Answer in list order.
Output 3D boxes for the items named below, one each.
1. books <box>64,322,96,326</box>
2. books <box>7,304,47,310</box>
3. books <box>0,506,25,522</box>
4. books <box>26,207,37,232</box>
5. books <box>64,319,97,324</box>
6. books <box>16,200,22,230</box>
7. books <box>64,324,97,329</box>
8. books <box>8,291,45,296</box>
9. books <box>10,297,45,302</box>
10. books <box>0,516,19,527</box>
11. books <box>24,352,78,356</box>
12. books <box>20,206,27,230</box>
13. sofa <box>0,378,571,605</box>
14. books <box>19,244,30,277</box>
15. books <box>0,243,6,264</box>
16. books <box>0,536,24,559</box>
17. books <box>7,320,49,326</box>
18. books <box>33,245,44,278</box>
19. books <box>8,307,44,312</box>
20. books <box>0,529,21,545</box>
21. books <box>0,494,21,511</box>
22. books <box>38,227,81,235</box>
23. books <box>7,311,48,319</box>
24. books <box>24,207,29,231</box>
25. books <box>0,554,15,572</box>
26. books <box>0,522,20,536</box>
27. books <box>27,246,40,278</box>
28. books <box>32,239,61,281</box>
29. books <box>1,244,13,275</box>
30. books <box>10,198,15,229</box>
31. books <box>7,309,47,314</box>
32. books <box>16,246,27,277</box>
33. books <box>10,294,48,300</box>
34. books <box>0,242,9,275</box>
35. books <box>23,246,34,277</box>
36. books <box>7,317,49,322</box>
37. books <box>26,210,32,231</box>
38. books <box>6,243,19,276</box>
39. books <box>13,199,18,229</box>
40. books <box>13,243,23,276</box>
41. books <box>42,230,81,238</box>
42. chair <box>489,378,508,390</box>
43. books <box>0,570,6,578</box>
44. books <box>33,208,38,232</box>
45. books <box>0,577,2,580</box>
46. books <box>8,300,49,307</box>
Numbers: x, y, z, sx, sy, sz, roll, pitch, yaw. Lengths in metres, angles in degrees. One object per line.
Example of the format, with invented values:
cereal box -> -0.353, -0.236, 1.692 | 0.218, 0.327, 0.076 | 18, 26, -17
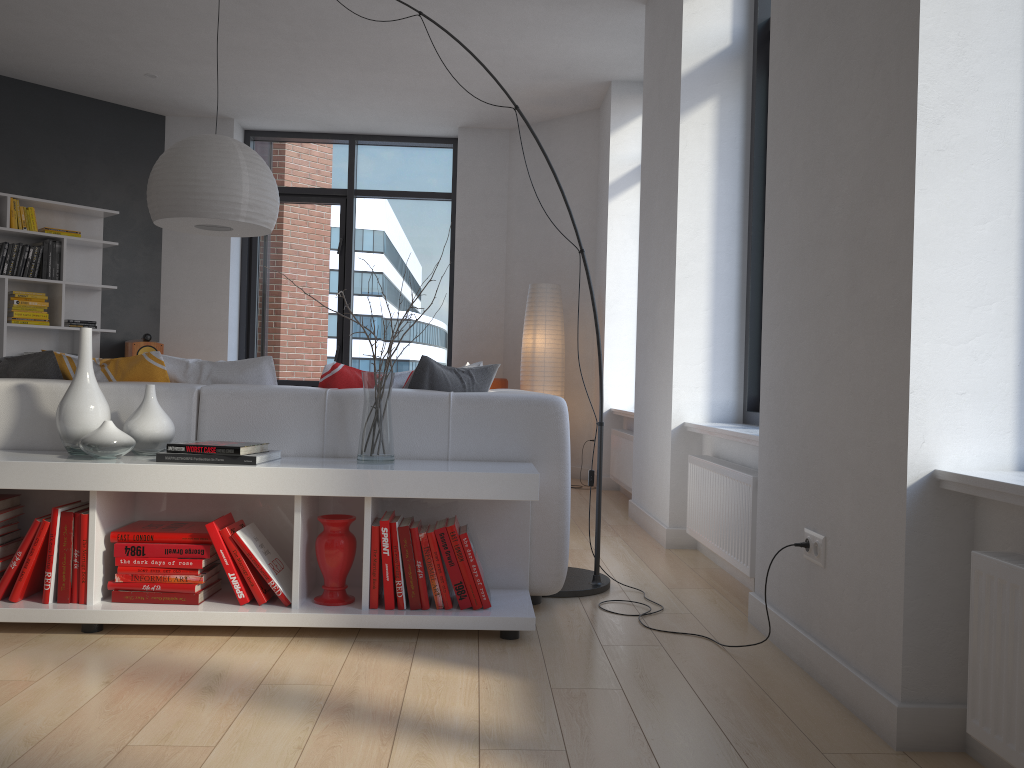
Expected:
books -> -3.417, -0.470, 7.001 | 0.142, 0.015, 0.198 | 2, 0, 41
books -> -3.709, -0.586, 6.775 | 0.171, 0.019, 0.239 | 2, 0, 43
books -> -1.657, 0.394, 2.690 | 0.266, 0.026, 0.187 | 2, 0, -8
books -> -3.647, -1.237, 6.703 | 0.141, 0.184, 0.064 | 2, 0, 44
books -> -3.426, -0.489, 7.013 | 0.213, 0.023, 0.161 | 2, 0, -44
books -> -3.729, -1.259, 6.652 | 0.164, 0.224, 0.054 | 2, 0, 42
books -> -3.415, -0.451, 7.000 | 0.213, 0.023, 0.161 | 2, 0, -44
books -> -3.719, -0.687, 6.790 | 0.223, 0.023, 0.163 | 2, 0, -43
books -> -3.705, -0.640, 6.778 | 0.227, 0.022, 0.160 | 2, 0, -32
books -> -1.678, 0.418, 2.696 | 0.257, 0.025, 0.182 | 2, 0, -2
books -> -3.585, -0.216, 6.890 | 0.250, 0.047, 0.310 | 2, 0, 38
books -> -3.692, -1.236, 6.660 | 0.132, 0.180, 0.054 | 2, 0, 43
sofa -> -1.546, 0.350, 4.188 | 3.424, 0.732, 2.614 | 2, 0, -2
books -> -3.718, -0.923, 6.699 | 0.192, 0.254, 0.075 | 2, 0, 42
books -> -3.813, -0.918, 6.562 | 0.172, 0.242, 0.069 | 2, 0, 44
books -> -1.668, 0.500, 2.709 | 0.279, 0.039, 0.206 | 2, 0, -1
books -> -3.694, -0.461, 6.760 | 0.257, 0.028, 0.194 | 2, 0, -42
books -> -3.651, -0.924, 6.771 | 0.197, 0.260, 0.066 | 2, 0, 43
books -> -3.705, -0.566, 6.754 | 0.217, 0.023, 0.145 | 2, 0, -43
books -> -1.669, 0.467, 2.693 | 0.261, 0.027, 0.191 | 2, 0, -6
books -> -1.675, 0.363, 2.698 | 0.259, 0.034, 0.206 | 2, 0, -5
books -> -3.529, -1.181, 6.905 | 0.257, 0.024, 0.203 | 2, 0, -44
books -> -3.703, -0.520, 6.767 | 0.189, 0.042, 0.243 | 2, 0, 43
books -> -3.674, -1.235, 6.670 | 0.128, 0.178, 0.044 | 2, 0, 42
books -> -1.663, 0.536, 2.708 | 0.301, 0.032, 0.227 | 2, 0, -2
books -> -1.659, 0.442, 2.688 | 0.236, 0.023, 0.178 | 2, 0, -2
books -> -3.673, -0.920, 6.745 | 0.191, 0.249, 0.084 | 2, 0, 43
books -> -3.605, -0.948, 6.861 | 0.259, 0.321, 0.128 | 2, 0, 43
books -> -3.794, -0.918, 6.612 | 0.179, 0.243, 0.068 | 2, 0, 41
books -> -3.745, -1.262, 6.594 | 0.161, 0.229, 0.041 | 2, 0, 42
books -> -3.714, -0.549, 6.775 | 0.251, 0.014, 0.189 | 2, 0, -44
books -> -3.714, -0.915, 6.665 | 0.172, 0.242, 0.069 | 2, 0, 44
books -> -3.697, -0.663, 6.781 | 0.223, 0.023, 0.163 | 2, 0, -43
books -> -3.817, -0.926, 6.596 | 0.192, 0.254, 0.075 | 2, 0, 42
books -> -3.691, -0.917, 6.710 | 0.179, 0.243, 0.071 | 2, 0, 42
books -> -3.701, -0.487, 6.763 | 0.257, 0.024, 0.203 | 2, 0, -44
books -> -3.653, -1.225, 6.676 | 0.108, 0.161, 0.046 | 2, 0, 42
books -> -3.772, -0.922, 6.642 | 0.191, 0.249, 0.084 | 2, 0, 43
books -> -3.743, -1.260, 6.624 | 0.163, 0.224, 0.041 | 2, 0, 41
books -> -3.750, -0.926, 6.668 | 0.197, 0.260, 0.066 | 2, 0, 43
books -> -3.521, -1.155, 6.902 | 0.257, 0.028, 0.194 | 2, 0, -42
chair -> -0.575, 0.310, 7.063 | 0.896, 0.858, 0.843 | 2, 0, 30
books -> -1.666, 0.564, 2.672 | 0.266, 0.026, 0.187 | 2, 0, -3
books -> -3.638, -1.237, 6.726 | 0.142, 0.184, 0.044 | 2, 0, 44
books -> -1.665, 0.591, 2.668 | 0.282, 0.030, 0.188 | 2, 0, -1
books -> -3.700, -0.612, 6.781 | 0.239, 0.033, 0.176 | 2, 0, -44
